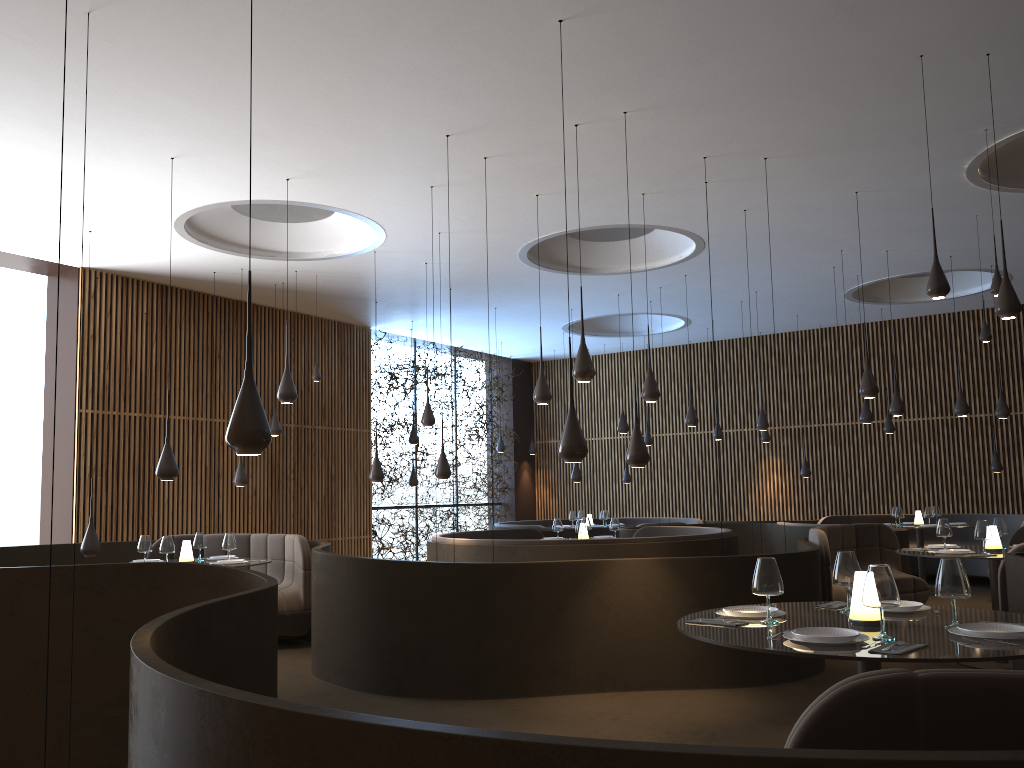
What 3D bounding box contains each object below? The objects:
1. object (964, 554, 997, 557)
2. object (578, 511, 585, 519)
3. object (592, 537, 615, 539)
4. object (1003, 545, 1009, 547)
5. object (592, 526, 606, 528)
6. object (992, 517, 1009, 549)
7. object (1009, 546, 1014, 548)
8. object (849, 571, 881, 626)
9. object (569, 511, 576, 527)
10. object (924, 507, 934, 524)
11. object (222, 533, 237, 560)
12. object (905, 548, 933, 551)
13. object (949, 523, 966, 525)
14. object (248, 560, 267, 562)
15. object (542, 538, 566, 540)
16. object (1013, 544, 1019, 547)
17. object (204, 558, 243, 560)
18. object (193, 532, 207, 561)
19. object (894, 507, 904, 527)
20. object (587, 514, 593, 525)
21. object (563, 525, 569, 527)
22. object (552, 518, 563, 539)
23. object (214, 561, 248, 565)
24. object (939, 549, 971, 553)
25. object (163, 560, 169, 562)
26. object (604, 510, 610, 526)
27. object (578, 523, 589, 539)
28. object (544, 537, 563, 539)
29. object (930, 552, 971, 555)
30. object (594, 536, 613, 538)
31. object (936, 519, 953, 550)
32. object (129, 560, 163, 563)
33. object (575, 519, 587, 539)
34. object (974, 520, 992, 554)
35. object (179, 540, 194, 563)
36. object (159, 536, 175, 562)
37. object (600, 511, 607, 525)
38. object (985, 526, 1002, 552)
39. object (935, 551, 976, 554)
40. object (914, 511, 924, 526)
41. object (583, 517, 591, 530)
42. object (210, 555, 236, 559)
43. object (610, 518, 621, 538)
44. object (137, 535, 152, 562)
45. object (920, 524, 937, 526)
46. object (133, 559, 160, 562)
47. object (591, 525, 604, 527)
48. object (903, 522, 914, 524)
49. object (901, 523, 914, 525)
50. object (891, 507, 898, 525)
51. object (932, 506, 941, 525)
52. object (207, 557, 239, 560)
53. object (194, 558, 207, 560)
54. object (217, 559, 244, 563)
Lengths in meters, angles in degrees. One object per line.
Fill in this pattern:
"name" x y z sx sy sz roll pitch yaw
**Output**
"object" 4.043 1.482 7.657 0.262 0.017 0.127 1 -7 -17
"object" 1.330 2.578 17.011 0.142 0.294 0.142 -5 -7 33
"object" 1.241 2.086 12.003 0.332 0.014 0.332 4 -9 -39
"object" 4.819 1.596 8.704 0.262 0.017 0.127 1 -8 -21
"object" 1.549 2.599 16.129 0.332 0.014 0.332 -4 -8 19
"object" 4.689 1.431 8.516 0.142 0.294 0.142 0 -6 -11
"object" 4.909 1.551 8.418 0.332 0.014 0.333 -1 -7 -1
"object" 1.585 0.960 3.982 0.142 0.231 0.145 -3 -6 11
"object" 1.124 2.509 16.428 0.142 0.294 0.142 -4 -7 28
"object" 6.401 2.034 13.606 0.142 0.294 0.142 2 -7 -29
"object" -2.873 1.664 9.007 0.142 0.294 0.142 -6 -7 36
"object" 3.921 1.599 8.563 0.126 0.017 0.262 2 -8 -22
"object" 6.876 2.162 13.693 0.263 0.029 0.263 -7 -9 37
"object" -2.635 1.807 9.039 0.262 0.017 0.127 -5 -8 26
"object" 0.559 2.096 11.960 0.332 0.014 0.332 -8 -10 41
"object" 4.909 1.541 8.419 0.263 0.029 0.264 -4 -8 18
"object" -3.080 1.863 9.453 0.411 0.012 0.205 -4 -8 20
"object" -3.302 1.720 9.377 0.142 0.294 0.142 -1 -6 1
"object" 6.007 2.060 13.747 0.142 0.294 0.142 -4 -6 21
"object" 1.459 2.563 16.678 0.142 0.231 0.145 -3 -6 13
"object" 0.942 2.657 16.557 0.263 0.029 0.264 1 -8 -21
"object" 0.607 1.930 11.748 0.142 0.294 0.142 -1 -6 0
"object" -2.785 1.770 8.777 0.332 0.014 0.333 -2 -7 4
"object" 3.972 1.504 7.951 0.263 0.029 0.263 -7 -9 37
"object" -3.764 1.840 9.142 0.204 0.012 0.411 -5 -8 25
"object" 1.794 2.555 16.916 0.142 0.294 0.142 0 -6 -13
"object" 0.932 1.935 11.599 0.144 0.231 0.142 4 -8 -41
"object" 0.559 2.086 11.961 0.263 0.029 0.264 -1 -7 0
"object" 3.970 1.515 7.954 0.204 0.012 0.412 1 -8 -21
"object" 1.241 2.076 12.004 0.263 0.029 0.263 -5 -8 28
"object" 4.124 1.436 8.457 0.142 0.294 0.142 -5 -7 33
"object" -3.766 1.838 9.138 0.332 0.014 0.332 5 -9 -40
"object" 0.870 1.854 11.189 0.142 0.294 0.142 -1 -6 -5
"object" 4.180 1.360 7.864 0.142 0.294 0.142 -1 -6 -7
"object" -3.289 1.698 8.958 0.142 0.231 0.145 3 -7 -35
"object" -3.350 1.625 8.612 0.142 0.294 0.142 -5 -7 30
"object" 1.684 2.484 16.331 0.142 0.294 0.142 -4 -7 26
"object" 4.438 1.425 8.179 0.144 0.231 0.143 -2 -6 7
"object" 3.972 1.513 7.950 0.332 0.014 0.332 -6 -9 34
"object" 6.338 2.092 13.816 0.142 0.231 0.145 -4 -7 25
"object" 1.005 1.954 12.004 0.142 0.294 0.142 3 -7 -35
"object" -3.084 1.853 9.456 0.263 0.029 0.264 -1 -7 -1
"object" 1.339 1.884 11.510 0.142 0.294 0.142 -2 -6 4
"object" -3.699 1.673 8.930 0.142 0.294 0.142 -2 -6 6
"object" 6.253 2.125 13.286 0.263 0.029 0.264 -4 -8 23
"object" -3.766 1.828 9.139 0.263 0.029 0.264 -1 -7 1
"object" 1.549 2.589 16.130 0.263 0.029 0.263 -7 -9 38
"object" 6.451 2.249 14.309 0.263 0.029 0.264 1 -8 -21
"object" 6.451 2.259 14.309 0.332 0.014 0.333 1 -8 -18
"object" 6.154 2.116 14.211 0.142 0.294 0.142 2 -7 -25
"object" 6.724 2.082 14.044 0.142 0.294 0.142 1 -6 -20
"object" -3.084 1.862 9.455 0.332 0.014 0.332 -5 -8 24
"object" -3.351 1.893 9.595 0.126 0.017 0.262 -5 -8 24
"object" -2.785 1.761 8.778 0.263 0.029 0.264 -3 -7 10
